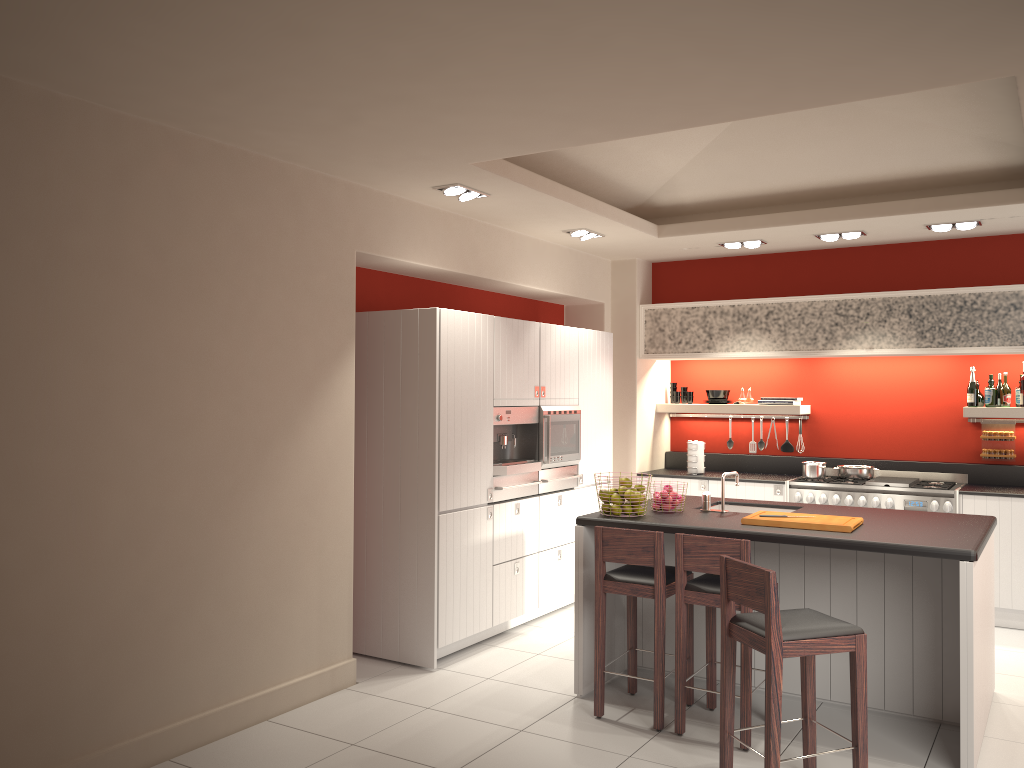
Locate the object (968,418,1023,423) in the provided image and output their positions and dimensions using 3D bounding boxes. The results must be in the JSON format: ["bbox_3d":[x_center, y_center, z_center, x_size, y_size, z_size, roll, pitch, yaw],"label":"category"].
[{"bbox_3d":[4.420,0.305,7.118,1.355,0.034,0.048,0,-1,32],"label":"object"}]

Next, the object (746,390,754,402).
[{"bbox_3d":[2.233,0.124,8.336,0.077,0.134,0.076,0,-1,15],"label":"object"}]

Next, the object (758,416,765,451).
[{"bbox_3d":[2.354,0.468,8.369,0.067,0.323,0.022,0,-1,31],"label":"object"}]

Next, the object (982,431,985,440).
[{"bbox_3d":[3.919,0.427,7.354,0.034,0.078,0.034,1,-1,-37],"label":"object"}]

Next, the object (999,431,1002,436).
[{"bbox_3d":[4.020,0.427,7.292,0.034,0.078,0.034,1,-1,-37],"label":"object"}]

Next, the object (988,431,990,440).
[{"bbox_3d":[3.952,0.427,7.334,0.034,0.078,0.034,1,-1,-37],"label":"object"}]

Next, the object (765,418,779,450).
[{"bbox_3d":[2.438,0.465,8.318,0.124,0.297,0.009,0,-1,32],"label":"object"}]

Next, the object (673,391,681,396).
[{"bbox_3d":[1.594,0.110,8.562,0.070,0.076,0.070,0,-1,3],"label":"object"}]

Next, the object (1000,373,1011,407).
[{"bbox_3d":[3.999,0.048,7.184,0.080,0.278,0.080,0,-1,35],"label":"object"}]

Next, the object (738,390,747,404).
[{"bbox_3d":[2.156,0.123,8.291,0.076,0.131,0.076,1,-1,-16],"label":"object"}]

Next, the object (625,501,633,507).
[{"bbox_3d":[0.704,0.717,5.206,0.084,0.079,0.086,1,-1,-13],"label":"object"}]

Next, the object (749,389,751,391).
[{"bbox_3d":[2.235,0.050,8.337,0.026,0.032,0.023,0,-1,14],"label":"object"}]

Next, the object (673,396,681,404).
[{"bbox_3d":[1.593,0.154,8.561,0.070,0.076,0.070,0,-1,3],"label":"object"}]

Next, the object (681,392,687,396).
[{"bbox_3d":[1.688,0.112,8.687,0.070,0.076,0.070,0,-1,3],"label":"object"}]

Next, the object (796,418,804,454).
[{"bbox_3d":[2.660,0.478,8.180,0.069,0.328,0.069,0,-1,9],"label":"object"}]

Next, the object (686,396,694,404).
[{"bbox_3d":[1.715,0.154,8.544,0.070,0.076,0.070,0,-1,3],"label":"object"}]

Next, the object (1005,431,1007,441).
[{"bbox_3d":[4.053,0.427,7.271,0.034,0.078,0.034,1,-1,-37],"label":"object"}]

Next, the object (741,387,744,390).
[{"bbox_3d":[2.156,0.048,8.293,0.023,0.031,0.024,1,-1,-16],"label":"object"}]

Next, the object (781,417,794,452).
[{"bbox_3d":[2.567,0.473,8.260,0.123,0.331,0.040,0,-1,32],"label":"object"}]

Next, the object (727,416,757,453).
[{"bbox_3d":[2.192,0.483,8.467,0.287,0.351,0.022,0,-1,33],"label":"object"}]

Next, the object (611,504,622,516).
[{"bbox_3d":[0.598,0.723,5.091,0.068,0.068,0.068,-1,-1,43],"label":"object"}]

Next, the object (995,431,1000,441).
[{"bbox_3d":[3.980,0.427,7.271,0.034,0.078,0.034,1,-1,-37],"label":"object"}]

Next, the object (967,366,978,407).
[{"bbox_3d":[3.758,0.022,7.234,0.083,0.331,0.083,0,-1,3],"label":"object"}]

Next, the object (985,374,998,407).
[{"bbox_3d":[3.861,0.055,7.144,0.094,0.264,0.094,0,-1,21],"label":"object"}]

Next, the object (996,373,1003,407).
[{"bbox_3d":[4.007,0.051,7.282,0.083,0.277,0.083,0,-1,36],"label":"object"}]

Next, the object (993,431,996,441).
[{"bbox_3d":[3.985,0.427,7.313,0.034,0.078,0.034,1,-1,-37],"label":"object"}]

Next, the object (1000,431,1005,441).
[{"bbox_3d":[4.013,0.426,7.250,0.034,0.078,0.034,1,-1,-37],"label":"object"}]

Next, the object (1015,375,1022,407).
[{"bbox_3d":[4.125,0.057,7.170,0.094,0.263,0.094,0,-1,-2],"label":"object"}]

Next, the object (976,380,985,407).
[{"bbox_3d":[3.873,0.076,7.379,0.113,0.226,0.113,1,-1,-17],"label":"object"}]

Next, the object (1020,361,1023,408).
[{"bbox_3d":[4.094,0.004,7.080,0.062,0.366,0.210,0,-1,31],"label":"object"}]

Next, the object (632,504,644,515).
[{"bbox_3d":[0.729,0.724,5.123,0.068,0.068,0.068,-1,-1,43],"label":"object"}]

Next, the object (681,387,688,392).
[{"bbox_3d":[1.688,0.068,8.688,0.070,0.076,0.070,0,-1,3],"label":"object"}]

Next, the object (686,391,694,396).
[{"bbox_3d":[1.716,0.110,8.545,0.070,0.076,0.070,0,-1,3],"label":"object"}]

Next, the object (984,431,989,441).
[{"bbox_3d":[3.913,0.427,7.312,0.034,0.078,0.034,1,-1,-37],"label":"object"}]

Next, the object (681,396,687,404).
[{"bbox_3d":[1.688,0.156,8.686,0.070,0.076,0.070,0,-1,3],"label":"object"}]

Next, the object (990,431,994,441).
[{"bbox_3d":[3.946,0.427,7.292,0.034,0.078,0.034,1,-1,-37],"label":"object"}]

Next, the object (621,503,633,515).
[{"bbox_3d":[0.668,0.724,5.135,0.068,0.068,0.068,-1,-1,43],"label":"object"}]

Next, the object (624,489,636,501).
[{"bbox_3d":[0.678,0.640,5.094,0.067,0.068,0.067,0,-1,-6],"label":"object"}]

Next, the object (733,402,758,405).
[{"bbox_3d":[2.194,0.180,8.312,0.183,0.027,0.160,1,-1,-30],"label":"object"}]

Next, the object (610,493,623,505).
[{"bbox_3d":[0.608,0.670,5.145,0.076,0.077,0.076,0,-1,-4],"label":"object"}]
